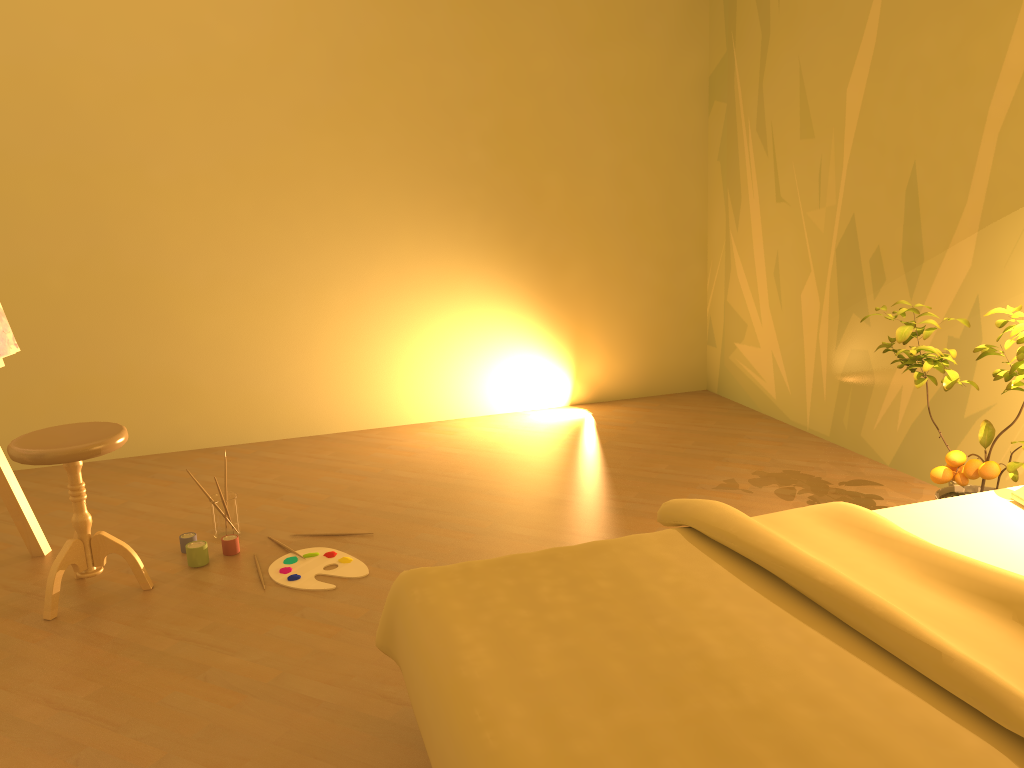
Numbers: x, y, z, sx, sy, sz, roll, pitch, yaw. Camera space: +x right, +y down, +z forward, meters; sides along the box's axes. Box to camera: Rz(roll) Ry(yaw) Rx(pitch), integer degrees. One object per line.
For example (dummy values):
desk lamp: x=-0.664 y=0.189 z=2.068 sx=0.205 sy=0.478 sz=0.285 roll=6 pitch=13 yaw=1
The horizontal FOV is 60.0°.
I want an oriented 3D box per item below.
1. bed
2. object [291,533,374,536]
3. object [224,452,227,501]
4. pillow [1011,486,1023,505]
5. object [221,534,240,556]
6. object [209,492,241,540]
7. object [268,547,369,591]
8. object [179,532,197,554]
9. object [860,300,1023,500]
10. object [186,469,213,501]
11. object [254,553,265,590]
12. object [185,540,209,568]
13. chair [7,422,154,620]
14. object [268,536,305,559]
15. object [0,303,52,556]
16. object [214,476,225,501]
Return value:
bed: x=0.943 y=0.393 z=1.840 sx=2.378 sy=0.894 sz=1.286 roll=-6 pitch=13 yaw=-16
object: x=-0.685 y=0.569 z=3.361 sx=0.325 sy=0.010 sz=0.010 roll=-2 pitch=13 yaw=4
object: x=-1.103 y=0.415 z=3.418 sx=0.010 sy=0.319 sz=0.069 roll=0 pitch=13 yaw=10
pillow: x=1.612 y=0.309 z=2.016 sx=0.482 sy=0.213 sz=0.801 roll=-4 pitch=13 yaw=-6
object: x=-1.025 y=0.588 z=3.232 sx=0.060 sy=0.060 sz=0.060 roll=-11 pitch=15 yaw=-33
object: x=-1.095 y=0.505 z=3.389 sx=0.106 sy=0.157 sz=0.106 roll=-15 pitch=18 yaw=-43
object: x=-0.683 y=0.635 z=3.066 sx=0.288 sy=0.014 sz=0.366 roll=-15 pitch=18 yaw=-43
object: x=-1.192 y=0.586 z=3.270 sx=0.060 sy=0.060 sz=0.060 roll=-10 pitch=15 yaw=-31
object: x=1.405 y=0.131 z=2.782 sx=0.372 sy=0.944 sz=0.828 roll=-8 pitch=14 yaw=-22
object: x=-1.133 y=0.446 z=3.356 sx=0.159 sy=0.286 sz=0.010 roll=-7 pitch=14 yaw=-21
object: x=-0.874 y=0.644 z=3.068 sx=0.010 sy=0.010 sz=0.325 roll=-7 pitch=14 yaw=-21
object: x=-1.116 y=0.603 z=3.148 sx=0.073 sy=0.073 sz=0.073 roll=-5 pitch=13 yaw=-12
chair: x=-1.397 y=0.430 z=2.890 sx=0.364 sy=0.551 sz=0.348 roll=-4 pitch=13 yaw=-5
object: x=-0.829 y=0.598 z=3.251 sx=0.010 sy=0.015 sz=0.325 roll=-12 pitch=16 yaw=-37
object: x=-2.086 y=-0.115 z=2.652 sx=1.132 sy=1.896 sz=0.972 roll=-11 pitch=15 yaw=-33
object: x=-1.085 y=0.450 z=3.341 sx=0.010 sy=0.278 sz=0.172 roll=-3 pitch=13 yaw=-4
